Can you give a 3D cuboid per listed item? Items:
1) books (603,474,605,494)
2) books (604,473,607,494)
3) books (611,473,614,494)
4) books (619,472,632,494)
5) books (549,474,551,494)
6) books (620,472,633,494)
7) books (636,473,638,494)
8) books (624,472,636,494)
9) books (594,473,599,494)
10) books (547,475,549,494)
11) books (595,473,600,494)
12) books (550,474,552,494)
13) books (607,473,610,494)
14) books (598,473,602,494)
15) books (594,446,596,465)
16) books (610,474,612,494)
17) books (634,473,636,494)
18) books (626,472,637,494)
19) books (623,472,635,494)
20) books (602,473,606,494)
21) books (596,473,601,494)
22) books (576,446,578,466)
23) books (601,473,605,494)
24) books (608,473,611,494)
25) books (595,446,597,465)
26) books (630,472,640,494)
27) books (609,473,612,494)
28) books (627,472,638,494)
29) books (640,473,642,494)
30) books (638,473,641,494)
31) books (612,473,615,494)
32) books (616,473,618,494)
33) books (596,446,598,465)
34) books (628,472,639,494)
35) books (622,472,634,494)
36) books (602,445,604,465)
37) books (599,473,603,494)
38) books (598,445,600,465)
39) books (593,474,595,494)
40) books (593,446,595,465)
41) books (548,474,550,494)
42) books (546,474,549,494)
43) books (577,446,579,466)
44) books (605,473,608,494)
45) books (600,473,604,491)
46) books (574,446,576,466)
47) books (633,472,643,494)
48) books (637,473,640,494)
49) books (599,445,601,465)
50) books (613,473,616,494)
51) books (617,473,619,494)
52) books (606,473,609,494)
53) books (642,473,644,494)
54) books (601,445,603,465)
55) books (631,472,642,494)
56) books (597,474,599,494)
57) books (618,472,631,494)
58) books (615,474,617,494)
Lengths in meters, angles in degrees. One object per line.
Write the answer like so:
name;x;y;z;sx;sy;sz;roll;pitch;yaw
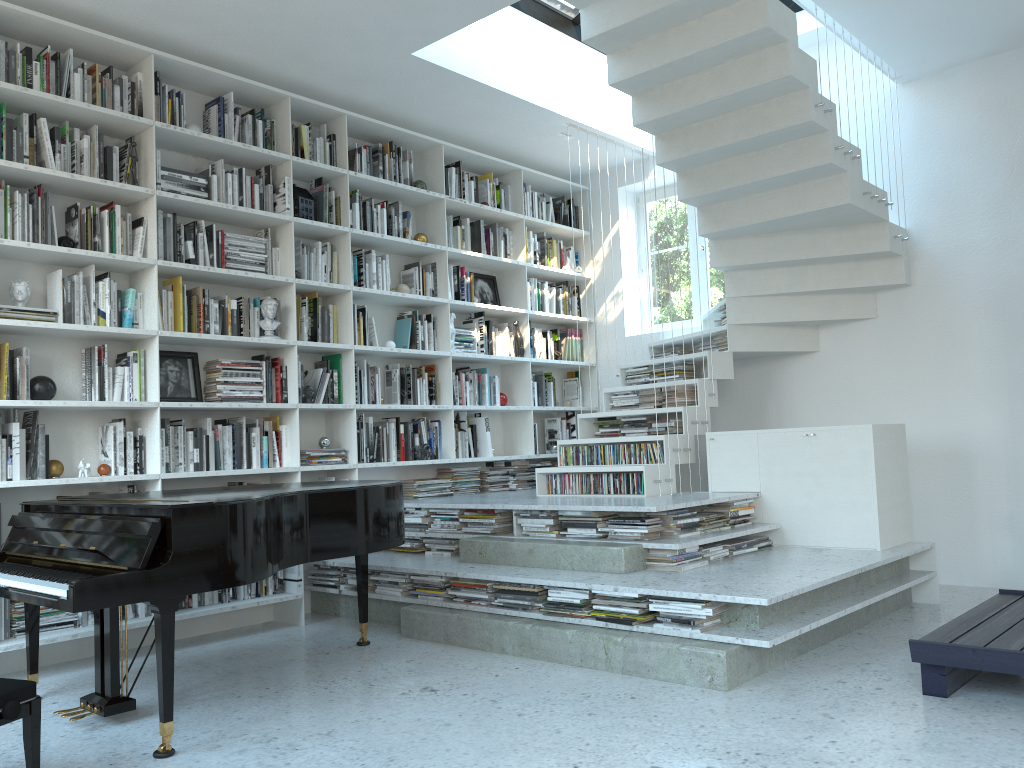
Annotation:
books;0.604;0.614;5.483;0.008;0.125;0.125;-6;-5;42
books;0.610;0.614;5.478;0.008;0.125;0.125;-6;-5;42
books;0.652;0.609;5.440;0.008;0.125;0.125;-6;-5;42
books;0.696;0.605;5.401;0.008;0.125;0.125;-6;-5;42
books;0.285;0.649;5.769;0.010;0.125;0.125;-6;-5;42
books;0.701;0.604;5.396;0.008;0.125;0.125;-6;-5;42
books;0.784;0.595;5.322;0.013;0.125;0.125;-6;-5;42
books;0.722;0.602;5.377;0.008;0.125;0.125;-6;-5;42
books;0.553;0.620;5.529;0.008;0.125;0.125;-6;-5;42
books;0.273;0.650;5.779;0.008;0.125;0.125;-6;-5;42
books;0.558;0.619;5.524;0.008;0.125;0.125;-6;-5;42
books;0.292;0.648;5.762;0.009;0.125;0.125;-6;-5;42
books;0.627;0.612;5.463;0.008;0.125;0.125;-6;-5;42
books;0.575;0.618;5.509;0.007;0.125;0.125;-6;-5;42
books;0.571;0.458;5.715;0.012;0.125;0.125;-6;-5;42
books;0.646;0.610;5.446;0.008;0.125;0.125;-6;-5;42
books;0.776;0.596;5.330;0.010;0.125;0.125;-6;-5;42
books;0.730;0.601;5.370;0.012;0.125;0.125;-6;-5;42
books;0.716;0.602;5.383;0.010;0.125;0.125;-6;-5;42
books;0.598;0.615;5.489;0.010;0.125;0.125;-6;-5;42
books;0.564;0.619;5.519;0.008;0.125;0.125;-6;-5;42
books;0.462;0.470;5.813;0.010;0.125;0.125;-6;-5;42
books;0.592;0.616;5.494;0.010;0.125;0.125;-6;-5;42
books;0.634;0.611;5.456;0.011;0.125;0.125;-6;-5;42
books;0.580;0.457;5.708;0.010;0.125;0.125;-6;-5;42
books;0.751;0.598;5.351;0.007;0.125;0.125;-6;-5;42
books;0.639;0.611;5.452;0.011;0.125;0.125;-6;-5;42
books;0.739;0.600;5.363;0.010;0.125;0.125;-6;-5;42
books;0.806;0.593;5.302;0.009;0.125;0.125;-6;-5;42
books;0.799;0.593;5.309;0.011;0.125;0.125;-6;-5;42
books;0.658;0.609;5.435;0.010;0.125;0.125;-6;-5;42
books;0.679;0.606;5.416;0.007;0.125;0.125;-6;-5;42
books;0.585;0.457;5.703;0.009;0.125;0.125;-6;-5;42
books;0.744;0.599;5.358;0.009;0.125;0.125;-6;-5;42
books;0.708;0.603;5.390;0.010;0.125;0.125;-6;-5;42
books;0.617;0.453;5.675;0.010;0.125;0.125;-6;-5;42
books;0.580;0.617;5.505;0.008;0.125;0.125;-6;-5;42
books;0.593;0.456;5.696;0.007;0.125;0.125;-6;-5;42
books;0.547;0.621;5.534;0.008;0.125;0.125;-6;-5;42
books;0.563;0.459;5.722;0.008;0.125;0.125;-6;-5;42
books;0.278;0.650;5.775;0.008;0.125;0.125;-6;-5;42
books;0.267;0.651;5.785;0.007;0.125;0.125;-6;-5;42
books;0.470;0.469;5.806;0.010;0.125;0.125;-6;-5;42
books;0.616;0.613;5.473;0.008;0.125;0.125;-6;-5;42
books;0.587;0.616;5.499;0.008;0.125;0.125;-6;-5;42
books;0.449;0.472;5.824;0.008;0.125;0.125;-6;-5;42
books;0.767;0.597;5.337;0.014;0.125;0.125;-6;-5;42
books;0.791;0.594;5.316;0.009;0.125;0.125;-6;-5;42
books;0.600;0.455;5.690;0.010;0.125;0.125;-6;-5;42
books;0.664;0.608;5.429;0.012;0.125;0.125;-6;-5;42
books;0.684;0.606;5.412;0.007;0.125;0.125;-6;-5;42
books;0.621;0.613;5.468;0.007;0.125;0.125;-6;-5;42
books;0.814;0.592;5.295;0.016;0.125;0.125;-6;-5;42
books;0.608;0.454;5.682;0.014;0.125;0.125;-6;-5;42
books;0.759;0.598;5.345;0.010;0.125;0.125;-6;-5;42
books;0.569;0.618;5.515;0.008;0.125;0.125;-6;-5;42
books;0.690;0.605;5.407;0.007;0.125;0.125;-6;-5;42
books;0.673;0.607;5.422;0.008;0.125;0.125;-6;-5;42
